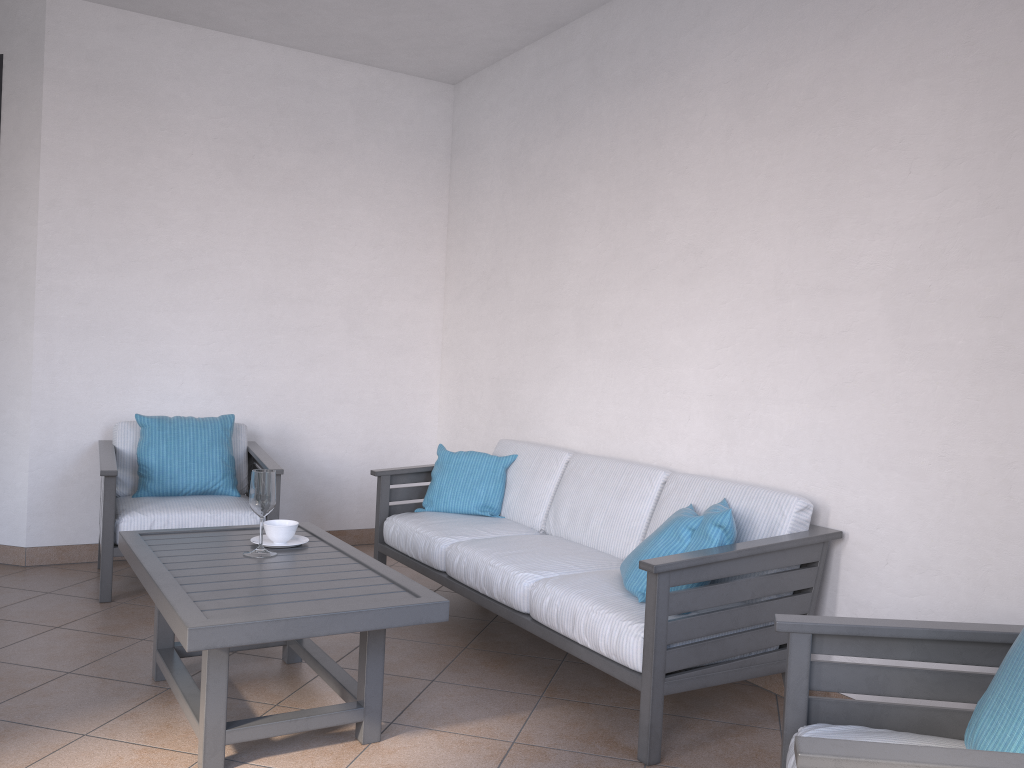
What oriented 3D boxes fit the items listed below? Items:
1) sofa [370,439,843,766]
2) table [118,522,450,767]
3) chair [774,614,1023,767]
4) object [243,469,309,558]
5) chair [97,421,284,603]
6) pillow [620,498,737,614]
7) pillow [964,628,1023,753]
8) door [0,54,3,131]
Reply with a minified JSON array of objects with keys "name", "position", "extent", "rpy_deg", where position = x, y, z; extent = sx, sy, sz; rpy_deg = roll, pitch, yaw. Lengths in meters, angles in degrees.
[{"name":"sofa","position":[0.188,0.696,3.674],"extent":[0.807,0.765,2.161],"rpy_deg":[2,1,-31]},{"name":"table","position":[-0.814,0.810,2.871],"extent":[0.710,0.473,1.260],"rpy_deg":[2,1,-31]},{"name":"chair","position":[0.899,0.776,1.605],"extent":[0.807,0.765,0.797],"rpy_deg":[3,1,14]},{"name":"object","position":[-0.845,0.430,3.105],"extent":[0.203,0.284,0.337],"rpy_deg":[3,1,20]},{"name":"chair","position":[-1.634,0.590,4.433],"extent":[0.797,0.765,0.807],"rpy_deg":[2,1,-26]},{"name":"pillow","position":[0.555,0.560,3.002],"extent":[0.377,0.370,0.543],"rpy_deg":[3,1,9]},{"name":"pillow","position":[1.005,0.562,1.572],"extent":[0.316,0.426,0.510],"rpy_deg":[3,1,12]},{"name":"door","position":[-3.160,-0.453,4.367],"extent":[0.905,2.500,0.924],"rpy_deg":[3,1,14]}]
